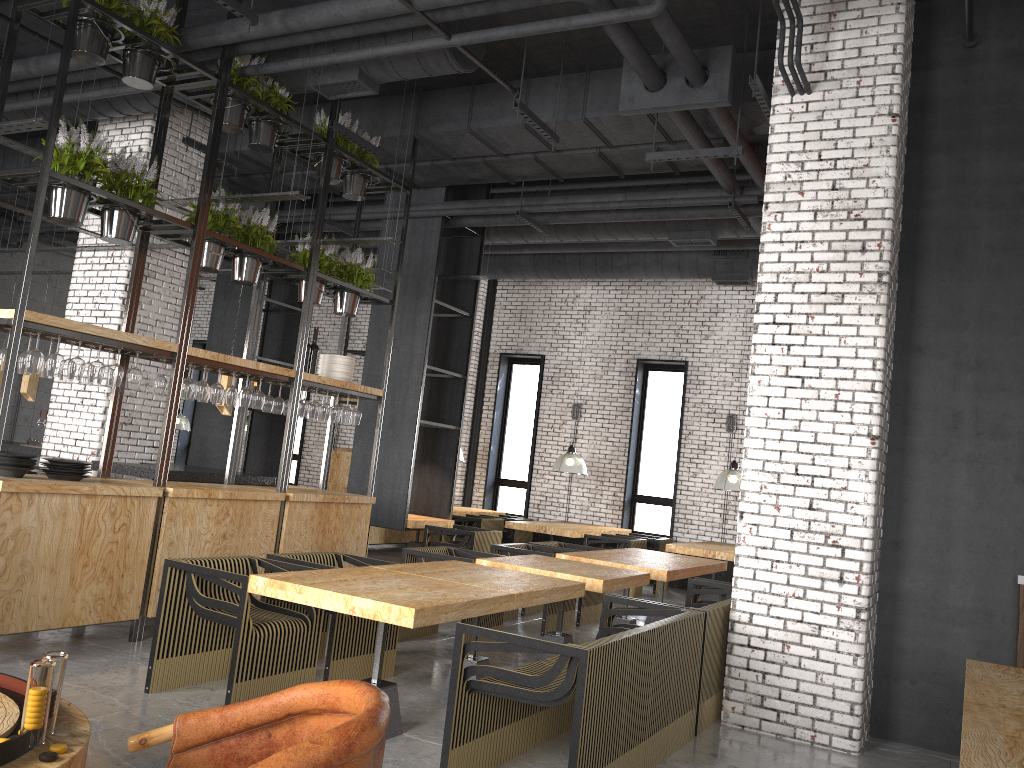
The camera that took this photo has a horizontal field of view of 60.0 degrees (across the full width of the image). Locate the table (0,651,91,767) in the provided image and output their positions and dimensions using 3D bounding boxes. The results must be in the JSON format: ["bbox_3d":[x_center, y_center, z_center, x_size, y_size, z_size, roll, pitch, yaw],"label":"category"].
[{"bbox_3d":[-1.314,0.958,1.578,0.931,0.975,0.931,9,-7,-19],"label":"table"}]

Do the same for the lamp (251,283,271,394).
[{"bbox_3d":[-3.334,-0.661,11.868,0.108,1.603,0.108,8,-7,-15],"label":"lamp"}]

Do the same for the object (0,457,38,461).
[{"bbox_3d":[-3.065,0.485,5.448,0.257,0.072,0.256,3,-6,28],"label":"object"}]

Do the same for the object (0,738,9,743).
[{"bbox_3d":[-0.925,0.656,1.624,0.032,0.020,0.031,7,-6,-7],"label":"object"}]

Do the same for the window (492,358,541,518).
[{"bbox_3d":[0.101,0.889,14.694,0.749,2.705,0.364,3,-8,28],"label":"window"}]

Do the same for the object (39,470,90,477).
[{"bbox_3d":[-2.893,0.592,5.739,0.306,0.041,0.305,1,-8,45],"label":"object"}]

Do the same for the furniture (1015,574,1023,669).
[{"bbox_3d":[2.327,1.317,1.956,1.918,1.153,6.745,3,-6,28],"label":"furniture"}]

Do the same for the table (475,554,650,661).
[{"bbox_3d":[0.363,1.750,6.639,1.000,0.765,0.994,3,-7,28],"label":"table"}]

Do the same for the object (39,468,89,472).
[{"bbox_3d":[-2.892,0.568,5.741,0.305,0.046,0.305,8,-6,-14],"label":"object"}]

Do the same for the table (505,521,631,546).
[{"bbox_3d":[0.796,2.358,12.352,1.000,0.765,2.110,3,-7,28],"label":"table"}]

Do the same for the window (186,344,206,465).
[{"bbox_3d":[-6.247,0.502,18.070,0.749,2.705,0.364,3,-8,28],"label":"window"}]

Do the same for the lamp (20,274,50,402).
[{"bbox_3d":[-5.812,-0.589,10.878,0.127,1.610,0.127,3,-8,28],"label":"lamp"}]

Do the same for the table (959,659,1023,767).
[{"bbox_3d":[1.691,1.473,2.277,1.000,0.765,4.124,3,-6,28],"label":"table"}]

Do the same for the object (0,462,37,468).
[{"bbox_3d":[-3.069,0.514,5.444,0.257,0.076,0.256,3,-6,28],"label":"object"}]

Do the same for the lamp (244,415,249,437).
[{"bbox_3d":[-4.399,-0.273,15.294,0.536,2.411,0.536,10,-7,-26],"label":"lamp"}]

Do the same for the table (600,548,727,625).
[{"bbox_3d":[1.465,2.077,8.712,1.000,0.765,0.994,3,-7,28],"label":"table"}]

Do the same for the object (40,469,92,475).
[{"bbox_3d":[-2.891,0.577,5.741,0.306,0.044,0.305,3,-6,29],"label":"object"}]

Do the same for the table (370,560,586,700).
[{"bbox_3d":[-0.234,1.570,5.498,1.000,0.765,0.994,3,-7,28],"label":"table"}]

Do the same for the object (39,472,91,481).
[{"bbox_3d":[-2.895,0.602,5.739,0.305,0.035,0.305,9,-6,-24],"label":"object"}]

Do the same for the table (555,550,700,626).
[{"bbox_3d":[1.006,1.939,7.834,1.000,0.765,0.994,3,-7,28],"label":"table"}]

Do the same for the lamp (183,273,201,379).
[{"bbox_3d":[-3.505,-0.553,9.670,0.127,1.398,0.127,3,-8,28],"label":"lamp"}]

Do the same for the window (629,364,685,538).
[{"bbox_3d":[2.236,1.020,13.558,0.749,2.705,0.364,3,-8,28],"label":"window"}]

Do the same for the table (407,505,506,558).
[{"bbox_3d":[-1.067,2.245,13.343,1.000,0.765,2.110,3,-7,28],"label":"table"}]

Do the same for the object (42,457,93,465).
[{"bbox_3d":[-2.885,0.513,5.750,0.306,0.039,0.305,5,-6,11],"label":"object"}]

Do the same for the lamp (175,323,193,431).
[{"bbox_3d":[-5.921,-0.366,16.103,0.536,2.411,0.536,9,-7,-20],"label":"lamp"}]

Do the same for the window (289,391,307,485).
[{"bbox_3d":[-4.115,0.632,16.936,0.749,2.705,0.364,3,-8,28],"label":"window"}]

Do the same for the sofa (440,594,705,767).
[{"bbox_3d":[0.405,1.568,4.560,0.640,0.732,1.801,3,-7,28],"label":"sofa"}]

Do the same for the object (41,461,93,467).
[{"bbox_3d":[-2.887,0.527,5.748,0.305,0.049,0.306,11,-7,-37],"label":"object"}]

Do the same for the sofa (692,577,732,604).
[{"bbox_3d":[2.153,2.093,7.902,0.640,0.732,1.801,3,-7,28],"label":"sofa"}]

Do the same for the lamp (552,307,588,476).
[{"bbox_3d":[0.938,0.065,12.579,0.536,2.411,0.536,10,-7,-26],"label":"lamp"}]

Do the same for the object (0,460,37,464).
[{"bbox_3d":[-3.068,0.507,5.445,0.256,0.075,0.257,11,-7,-36],"label":"object"}]

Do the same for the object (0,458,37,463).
[{"bbox_3d":[-3.064,0.489,5.447,0.257,0.072,0.256,6,-6,0],"label":"object"}]

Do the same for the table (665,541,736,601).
[{"bbox_3d":[2.737,2.477,11.321,1.000,0.765,2.110,3,-7,28],"label":"table"}]

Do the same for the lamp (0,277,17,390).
[{"bbox_3d":[-6.383,-0.653,11.187,0.127,1.550,0.127,3,-8,28],"label":"lamp"}]

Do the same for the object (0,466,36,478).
[{"bbox_3d":[-3.070,0.537,5.441,0.257,0.067,0.256,4,-6,20],"label":"object"}]

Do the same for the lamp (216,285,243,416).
[{"bbox_3d":[-2.940,-0.443,9.356,0.127,1.550,0.127,3,-8,28],"label":"lamp"}]

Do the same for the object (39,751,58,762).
[{"bbox_3d":[-0.848,0.682,1.621,0.032,0.010,0.032,8,-6,-11],"label":"object"}]

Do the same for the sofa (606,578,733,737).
[{"bbox_3d":[1.254,1.823,6.185,0.640,0.732,1.801,3,-7,28],"label":"sofa"}]

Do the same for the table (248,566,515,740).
[{"bbox_3d":[-0.693,1.432,4.620,1.000,0.765,0.994,3,-7,28],"label":"table"}]

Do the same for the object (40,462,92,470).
[{"bbox_3d":[-2.888,0.539,5.746,0.306,0.037,0.305,3,-6,29],"label":"object"}]

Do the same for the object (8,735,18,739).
[{"bbox_3d":[-0.924,0.664,1.654,0.032,0.010,0.032,8,-6,-11],"label":"object"}]

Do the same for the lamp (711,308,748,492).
[{"bbox_3d":[2.960,0.189,11.504,0.536,2.411,0.536,10,-7,-26],"label":"lamp"}]

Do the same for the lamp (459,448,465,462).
[{"bbox_3d":[-0.849,-0.044,13.530,0.536,2.411,0.536,10,-7,-26],"label":"lamp"}]

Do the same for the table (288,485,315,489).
[{"bbox_3d":[-5.313,1.961,15.352,4.137,0.765,0.997,3,-7,28],"label":"table"}]

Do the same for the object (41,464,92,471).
[{"bbox_3d":[-2.889,0.554,5.744,0.305,0.042,0.305,8,-6,-15],"label":"object"}]
